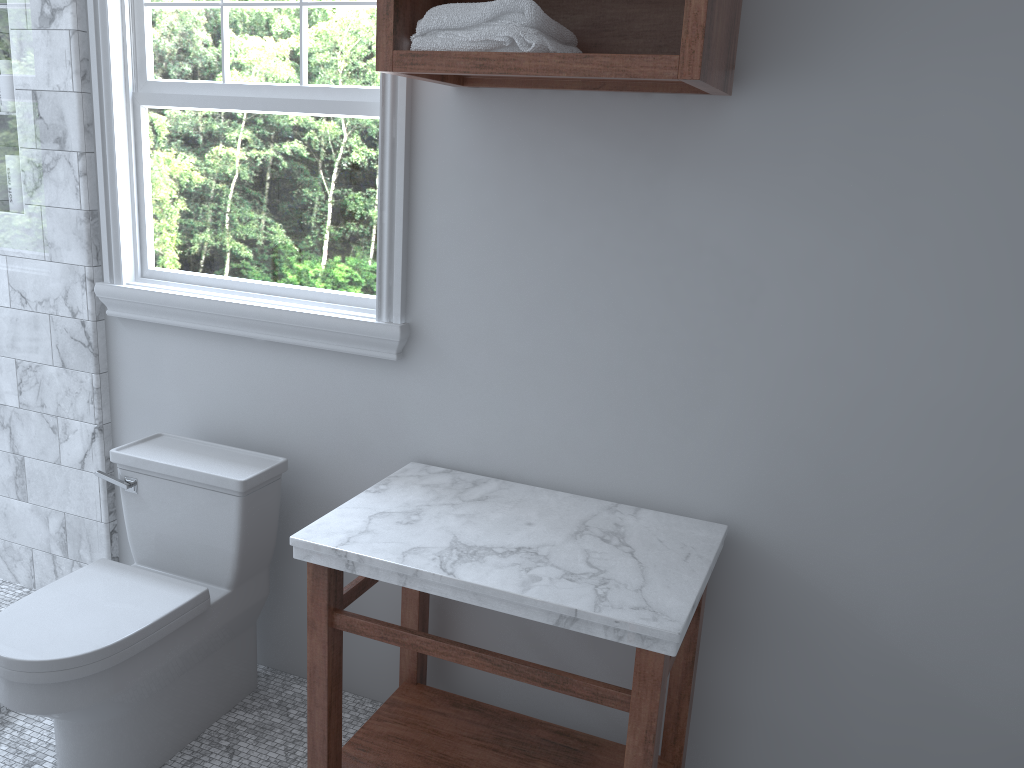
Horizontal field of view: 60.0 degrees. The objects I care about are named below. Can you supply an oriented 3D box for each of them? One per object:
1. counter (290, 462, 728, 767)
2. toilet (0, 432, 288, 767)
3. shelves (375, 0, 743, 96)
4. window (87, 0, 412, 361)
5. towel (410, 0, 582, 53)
[{"bbox_3d":[-0.006,0.715,2.057,0.828,0.810,0.539,9,16,21],"label":"counter"},{"bbox_3d":[-0.988,0.595,2.263,0.490,0.727,0.722,9,16,21],"label":"toilet"},{"bbox_3d":[0.110,-0.887,1.740,0.647,0.566,0.357,9,16,21],"label":"shelves"},{"bbox_3d":[-0.691,-0.745,2.335,1.040,1.248,0.149,9,16,21],"label":"window"},{"bbox_3d":[-0.029,-0.708,1.809,0.305,0.112,0.283,9,16,21],"label":"towel"}]
